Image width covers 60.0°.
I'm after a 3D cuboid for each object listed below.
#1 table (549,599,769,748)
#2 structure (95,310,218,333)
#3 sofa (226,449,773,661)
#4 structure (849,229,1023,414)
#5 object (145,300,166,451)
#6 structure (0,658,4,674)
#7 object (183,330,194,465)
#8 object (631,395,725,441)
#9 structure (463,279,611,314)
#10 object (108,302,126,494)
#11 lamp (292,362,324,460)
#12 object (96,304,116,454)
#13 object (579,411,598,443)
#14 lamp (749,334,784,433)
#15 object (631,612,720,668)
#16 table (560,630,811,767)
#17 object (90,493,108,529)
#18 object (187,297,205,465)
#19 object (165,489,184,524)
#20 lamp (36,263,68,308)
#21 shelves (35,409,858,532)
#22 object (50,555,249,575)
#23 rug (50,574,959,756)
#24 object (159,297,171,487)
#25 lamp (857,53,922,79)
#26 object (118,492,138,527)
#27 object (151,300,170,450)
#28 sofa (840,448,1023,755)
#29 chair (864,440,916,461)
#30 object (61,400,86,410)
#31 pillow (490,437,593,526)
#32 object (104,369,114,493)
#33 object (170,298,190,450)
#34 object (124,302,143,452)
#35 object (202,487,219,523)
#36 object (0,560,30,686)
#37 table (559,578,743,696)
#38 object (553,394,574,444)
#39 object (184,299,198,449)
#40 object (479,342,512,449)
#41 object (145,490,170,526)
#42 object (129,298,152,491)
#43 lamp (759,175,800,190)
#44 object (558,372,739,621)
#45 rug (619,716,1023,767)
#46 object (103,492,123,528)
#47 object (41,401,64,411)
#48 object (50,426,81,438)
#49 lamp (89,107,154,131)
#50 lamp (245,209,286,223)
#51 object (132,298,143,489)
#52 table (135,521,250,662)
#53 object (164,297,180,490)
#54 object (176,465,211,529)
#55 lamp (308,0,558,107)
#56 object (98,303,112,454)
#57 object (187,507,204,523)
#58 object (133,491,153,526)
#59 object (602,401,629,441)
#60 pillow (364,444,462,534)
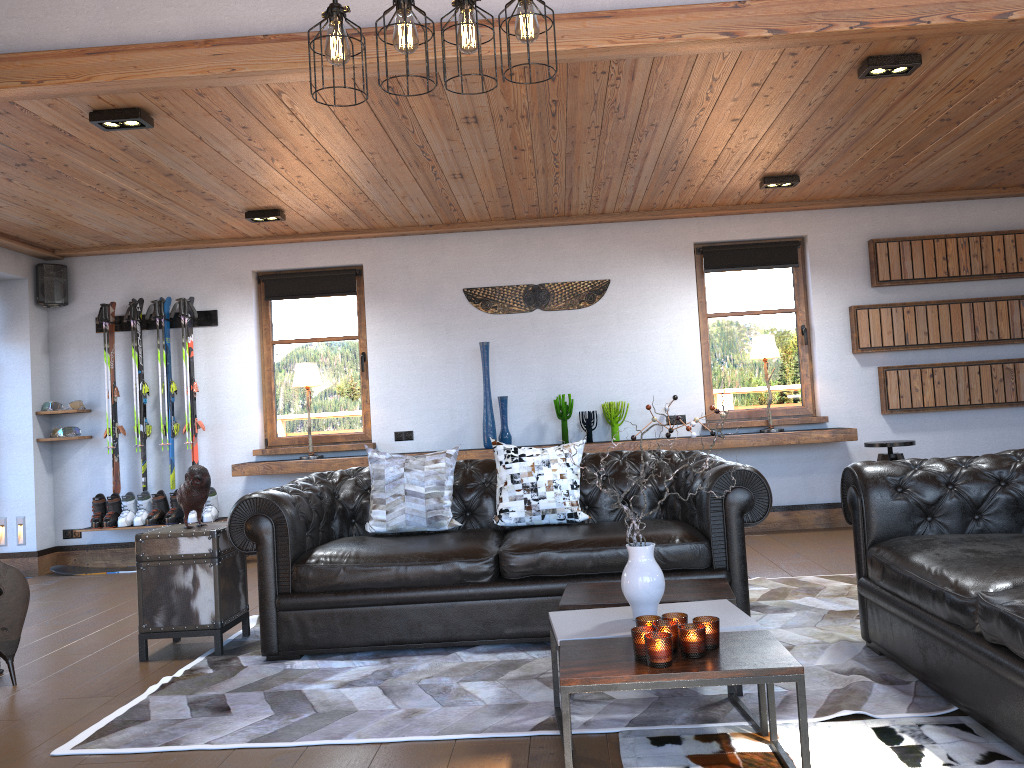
[{"bbox_3d":[0.472,0.968,2.996,0.651,0.350,0.399,-3,-2,-3],"label":"table"},{"bbox_3d":[-3.035,-0.536,7.423,1.050,0.135,0.319,-3,-2,2],"label":"structure"},{"bbox_3d":[-0.029,0.820,4.650,2.564,0.839,1.239,-3,-2,1],"label":"sofa"},{"bbox_3d":[3.742,-0.515,7.399,1.851,1.446,0.321,-3,-3,2],"label":"structure"},{"bbox_3d":[-2.921,-0.072,7.271,0.122,1.250,0.058,-1,-4,-41],"label":"object"},{"bbox_3d":[-2.740,0.068,4.009,0.511,2.618,0.502,-3,-3,2],"label":"structure"},{"bbox_3d":[-2.712,0.090,7.398,0.095,1.607,0.115,-3,-3,2],"label":"object"},{"bbox_3d":[1.348,0.261,7.198,0.639,0.349,0.527,-5,-3,29],"label":"object"},{"bbox_3d":[0.210,-0.726,7.423,1.247,0.240,0.098,-3,-3,2],"label":"structure"},{"bbox_3d":[-3.284,0.110,7.404,0.095,1.607,0.115,-3,-3,2],"label":"object"},{"bbox_3d":[-1.641,0.573,7.504,0.245,1.482,0.633,-4,-3,6],"label":"lamp"},{"bbox_3d":[-3.371,-0.042,7.348,0.122,1.250,0.058,-3,-3,-16],"label":"object"},{"bbox_3d":[0.628,0.352,7.282,0.131,0.261,0.122,-2,-3,-28],"label":"object"},{"bbox_3d":[2.072,0.349,7.376,0.247,1.482,0.630,-3,-3,-6],"label":"lamp"},{"bbox_3d":[0.443,0.738,2.569,0.243,0.081,0.306,-5,-3,41],"label":"object"},{"bbox_3d":[0.473,0.952,2.558,0.650,0.350,0.400,-3,-2,2],"label":"table"},{"bbox_3d":[-3.383,1.034,7.249,0.117,0.271,0.250,-3,-2,-7],"label":"object"},{"bbox_3d":[-2.617,0.070,7.385,0.095,1.607,0.115,-3,-3,2],"label":"object"},{"bbox_3d":[-2.758,0.997,7.258,0.116,0.271,0.253,-4,-3,18],"label":"object"},{"bbox_3d":[-3.891,-0.834,7.496,0.213,0.349,0.213,-3,-3,2],"label":"lamp"},{"bbox_3d":[-0.597,0.527,7.311,6.636,0.989,0.612,-3,-3,2],"label":"shelves"},{"bbox_3d":[-2.957,1.477,7.246,1.623,0.065,0.308,-3,-2,2],"label":"object"},{"bbox_3d":[0.500,1.164,4.149,4.039,0.053,2.433,-3,-2,3],"label":"rug"},{"bbox_3d":[-2.919,0.074,7.461,0.073,1.623,0.111,-3,-3,2],"label":"object"},{"bbox_3d":[1.837,-1.555,4.319,0.261,0.068,0.155,-3,-2,2],"label":"lamp"},{"bbox_3d":[-3.143,1.020,7.240,0.116,0.271,0.252,-4,-2,8],"label":"object"},{"bbox_3d":[-2.904,-0.071,7.335,0.122,1.250,0.058,-3,-3,-16],"label":"object"},{"bbox_3d":[1.995,0.629,2.664,1.238,0.839,2.566,-3,-2,2],"label":"sofa"},{"bbox_3d":[2.879,0.796,6.694,0.392,0.721,0.393,-3,-3,2],"label":"chair"},{"bbox_3d":[-3.675,0.179,7.444,0.160,0.084,0.189,-3,-2,1],"label":"object"},{"bbox_3d":[0.152,0.500,4.709,0.527,0.469,0.284,-4,-3,5],"label":"pillow"},{"bbox_3d":[-3.380,0.131,7.417,0.095,1.607,0.115,-3,-3,2],"label":"object"},{"bbox_3d":[-2.711,-0.085,7.251,0.122,1.250,0.058,-2,-3,-31],"label":"object"},{"bbox_3d":[-3.138,-0.056,7.342,0.122,1.250,0.058,-3,-3,-16],"label":"object"},{"bbox_3d":[-2.465,0.979,7.221,0.117,0.271,0.251,-3,-2,-2],"label":"object"},{"bbox_3d":[-2.372,0.969,4.048,0.265,0.795,0.266,-3,-3,-14],"label":"object"},{"bbox_3d":[0.533,0.981,3.450,0.648,0.350,0.401,-4,-2,7],"label":"table"},{"bbox_3d":[0.429,0.288,7.242,0.160,0.411,0.144,-2,-3,-29],"label":"object"},{"bbox_3d":[-2.650,-0.085,7.340,0.122,1.250,0.058,-1,-3,-36],"label":"object"},{"bbox_3d":[-0.138,0.091,7.204,0.277,0.863,0.110,-1,-4,-42],"label":"object"},{"bbox_3d":[-2.894,1.004,7.229,0.115,0.271,0.254,-4,-3,23],"label":"object"},{"bbox_3d":[-3.083,0.080,7.353,0.104,1.623,0.254,-3,-3,-1],"label":"object"},{"bbox_3d":[1.956,-1.483,6.487,0.261,0.068,0.155,-3,-2,2],"label":"lamp"},{"bbox_3d":[0.462,0.387,2.983,0.616,0.808,0.408,-4,-3,13],"label":"object"},{"bbox_3d":[1.427,0.995,0.995,2.429,0.053,3.811,-4,-2,3],"label":"rug"},{"bbox_3d":[-3.265,1.027,7.243,0.116,0.271,0.252,-4,-2,8],"label":"object"},{"bbox_3d":[-3.853,0.190,7.449,0.189,0.084,0.160,-3,-2,1],"label":"object"},{"bbox_3d":[-3.760,0.403,7.435,0.347,0.084,0.190,-5,-3,38],"label":"object"},{"bbox_3d":[-1.949,-1.327,4.428,0.261,0.068,0.155,-3,-2,2],"label":"lamp"},{"bbox_3d":[-1.834,-1.255,6.593,0.261,0.068,0.155,-3,-2,2],"label":"lamp"},{"bbox_3d":[-3.143,0.086,7.436,0.073,1.623,0.111,-3,-3,2],"label":"object"},{"bbox_3d":[-1.594,1.021,4.453,0.417,0.609,0.405,-3,-3,2],"label":"table"},{"bbox_3d":[-2.845,0.069,7.448,0.073,1.623,0.111,-3,-3,2],"label":"object"},{"bbox_3d":[-1.598,0.564,4.464,0.245,0.319,0.151,-6,-4,43],"label":"object"},{"bbox_3d":[-0.304,-2.038,2.907,0.805,2.203,0.260,-3,-3,-7],"label":"lamp"},{"bbox_3d":[-3.339,-0.047,7.274,0.059,1.250,0.120,-3,-3,-15],"label":"object"},{"bbox_3d":[-2.591,0.986,7.225,0.117,0.271,0.251,-3,-2,-2],"label":"object"},{"bbox_3d":[-3.021,1.013,7.251,0.116,0.271,0.252,-4,-2,8],"label":"object"},{"bbox_3d":[0.848,0.305,7.291,0.184,0.332,0.196,-1,-3,-38],"label":"object"},{"bbox_3d":[-0.526,0.541,4.728,0.527,0.469,0.284,-4,-3,5],"label":"pillow"}]
